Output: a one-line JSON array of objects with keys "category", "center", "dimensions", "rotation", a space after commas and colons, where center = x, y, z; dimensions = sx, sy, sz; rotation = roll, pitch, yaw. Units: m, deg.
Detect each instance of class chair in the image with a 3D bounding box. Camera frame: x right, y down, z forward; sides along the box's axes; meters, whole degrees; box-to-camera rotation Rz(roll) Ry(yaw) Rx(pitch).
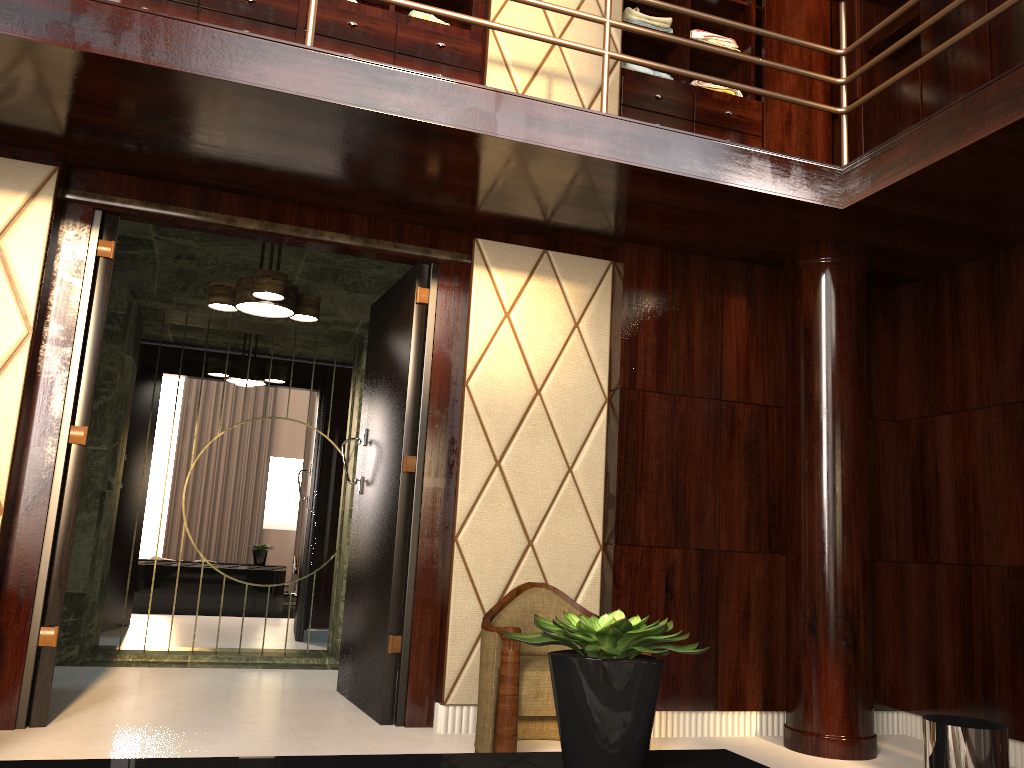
[{"category": "chair", "center": [0.149, 0.971, 3.033], "dimensions": [0.571, 0.550, 0.462], "rotation": [7, -11, -18]}]

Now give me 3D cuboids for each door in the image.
[{"category": "door", "center": [-1.146, 0.371, 3.591], "dimensions": [1.435, 1.820, 0.828], "rotation": [7, -11, -19]}]

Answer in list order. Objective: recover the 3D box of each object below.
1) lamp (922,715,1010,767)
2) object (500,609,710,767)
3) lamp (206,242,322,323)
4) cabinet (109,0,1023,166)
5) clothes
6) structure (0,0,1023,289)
[{"category": "lamp", "center": [0.554, 0.611, 1.074], "dimensions": [0.106, 0.385, 0.109], "rotation": [5, -11, -11]}, {"category": "object", "center": [0.124, 0.407, 1.185], "dimensions": [0.256, 0.205, 0.241], "rotation": [11, -13, -36]}, {"category": "lamp", "center": [-1.173, -0.508, 4.107], "dimensions": [0.467, 0.347, 0.515], "rotation": [1, -11, 12]}, {"category": "cabinet", "center": [-0.618, -2.085, 3.082], "dimensions": [6.767, 2.432, 2.576], "rotation": [7, -11, -18]}, {"category": "clothes", "center": [-1.258, -2.056, 3.630], "dimensions": [4.996, 0.954, 0.818], "rotation": [8, -12, -25]}, {"category": "structure", "center": [-0.320, -0.400, 1.548], "dimensions": [6.107, 3.189, 3.750], "rotation": [7, -11, -18]}]
